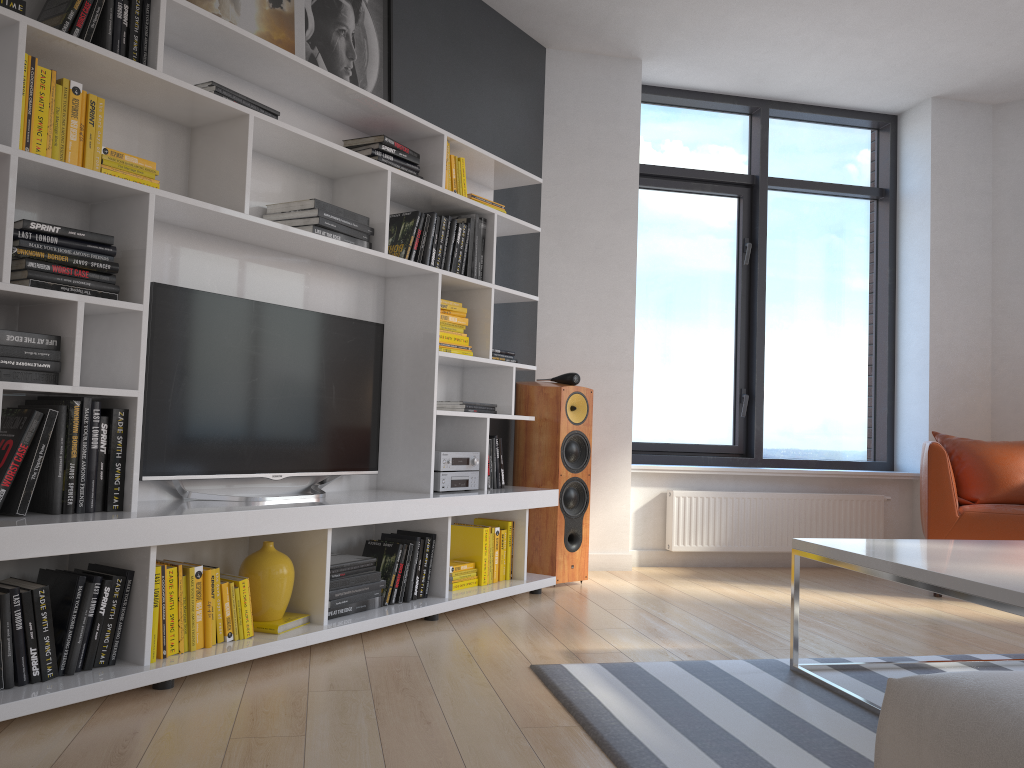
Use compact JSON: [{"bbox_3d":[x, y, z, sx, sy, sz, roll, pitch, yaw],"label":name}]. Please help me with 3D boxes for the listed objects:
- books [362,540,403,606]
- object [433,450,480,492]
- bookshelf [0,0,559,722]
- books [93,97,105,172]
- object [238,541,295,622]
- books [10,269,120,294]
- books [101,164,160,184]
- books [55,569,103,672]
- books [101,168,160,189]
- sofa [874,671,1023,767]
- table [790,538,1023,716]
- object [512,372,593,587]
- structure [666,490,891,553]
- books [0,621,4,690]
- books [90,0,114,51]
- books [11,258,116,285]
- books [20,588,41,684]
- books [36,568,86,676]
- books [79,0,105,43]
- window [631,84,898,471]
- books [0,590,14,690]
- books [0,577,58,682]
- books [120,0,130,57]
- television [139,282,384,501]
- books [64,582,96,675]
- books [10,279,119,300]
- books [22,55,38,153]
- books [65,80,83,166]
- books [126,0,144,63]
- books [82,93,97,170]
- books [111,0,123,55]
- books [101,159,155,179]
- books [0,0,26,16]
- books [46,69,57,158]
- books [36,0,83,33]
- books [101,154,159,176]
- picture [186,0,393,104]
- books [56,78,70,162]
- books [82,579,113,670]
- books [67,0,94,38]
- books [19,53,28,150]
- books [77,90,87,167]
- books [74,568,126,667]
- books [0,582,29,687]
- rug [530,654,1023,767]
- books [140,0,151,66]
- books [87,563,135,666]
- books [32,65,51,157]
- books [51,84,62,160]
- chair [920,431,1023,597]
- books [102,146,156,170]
[{"bbox_3d":[-0.535,0.747,3.516,0.182,0.234,0.104,0,-4,33],"label":"books"},{"bbox_3d":[-0.329,0.387,3.967,0.270,0.174,0.285,0,-4,33],"label":"object"},{"bbox_3d":[-0.761,-0.110,3.215,0.455,2.052,3.000,0,-4,33],"label":"bookshelf"},{"bbox_3d":[-1.257,-0.706,2.590,0.172,0.234,0.024,0,-4,33],"label":"books"},{"bbox_3d":[-0.836,0.667,3.020,0.185,0.257,0.185,1,-3,11],"label":"object"},{"bbox_3d":[-1.289,-0.282,2.509,0.189,0.025,0.270,0,-4,32],"label":"books"},{"bbox_3d":[-1.192,-0.622,2.672,0.148,0.011,0.196,0,-4,33],"label":"books"},{"bbox_3d":[-1.233,0.654,2.465,0.192,0.254,0.075,0,-4,32],"label":"books"},{"bbox_3d":[-1.190,-0.599,2.668,0.147,0.033,0.190,0,-4,33],"label":"books"},{"bbox_3d":[2.211,0.574,1.795,3.424,0.732,2.614,3,-3,-12],"label":"sofa"},{"bbox_3d":[1.575,0.731,2.535,1.091,0.435,1.091,3,-3,-12],"label":"table"},{"bbox_3d":[0.176,0.487,4.668,0.290,1.088,0.434,5,-4,-42],"label":"object"},{"bbox_3d":[1.642,0.892,5.409,1.474,0.460,0.110,3,-3,-12],"label":"structure"},{"bbox_3d":[-1.351,0.647,2.252,0.170,0.236,0.049,0,-4,33],"label":"books"},{"bbox_3d":[-1.228,-1.046,2.612,0.156,0.221,0.021,0,-4,33],"label":"books"},{"bbox_3d":[-1.307,-0.311,2.515,0.209,0.030,0.266,0,-4,31],"label":"books"},{"bbox_3d":[-1.303,0.649,2.318,0.177,0.242,0.066,0,-4,33],"label":"books"},{"bbox_3d":[-1.260,0.648,2.428,0.197,0.260,0.066,0,-4,33],"label":"books"},{"bbox_3d":[-1.254,-1.046,2.570,0.154,0.212,0.074,0,-4,32],"label":"books"},{"bbox_3d":[1.597,-0.660,5.813,1.960,2.402,0.170,3,-3,-12],"label":"window"},{"bbox_3d":[-1.332,0.645,2.267,0.169,0.242,0.050,0,-4,32],"label":"books"},{"bbox_3d":[-1.287,0.647,2.349,0.191,0.249,0.083,0,-4,33],"label":"books"},{"bbox_3d":[-1.202,-1.034,2.652,0.147,0.200,0.021,0,-4,33],"label":"books"},{"bbox_3d":[-0.863,0.063,3.259,0.207,0.704,1.102,0,-4,33],"label":"television"},{"bbox_3d":[-1.225,0.659,2.431,0.172,0.242,0.069,0,-4,34],"label":"books"},{"bbox_3d":[-1.289,-0.257,2.506,0.189,0.026,0.263,0,-4,31],"label":"books"},{"bbox_3d":[-1.368,-0.737,2.412,0.213,0.270,0.025,0,-4,33],"label":"books"},{"bbox_3d":[-1.298,-0.719,2.523,0.185,0.250,0.035,0,-4,33],"label":"books"},{"bbox_3d":[-1.187,-1.040,2.678,0.169,0.218,0.038,0,-4,33],"label":"books"},{"bbox_3d":[-1.268,-0.708,2.566,0.172,0.234,0.024,0,-4,33],"label":"books"},{"bbox_3d":[-1.219,-1.050,2.635,0.176,0.232,0.025,0,-4,33],"label":"books"},{"bbox_3d":[-1.178,-0.636,2.657,0.113,0.018,0.169,0,-4,34],"label":"books"},{"bbox_3d":[-1.436,-0.987,2.275,0.208,0.046,0.268,0,-4,36],"label":"books"},{"bbox_3d":[-1.338,-0.728,2.470,0.199,0.263,0.015,0,-4,33],"label":"books"},{"bbox_3d":[-1.292,-1.051,2.523,0.166,0.213,0.096,0,-4,31],"label":"books"},{"bbox_3d":[-1.187,-0.651,2.672,0.134,0.014,0.187,0,-4,33],"label":"books"},{"bbox_3d":[-0.877,-1.480,3.421,0.076,0.707,1.279,0,-4,33],"label":"picture"},{"bbox_3d":[-1.315,-0.721,2.501,0.180,0.251,0.019,0,-4,33],"label":"books"},{"bbox_3d":[-1.208,0.660,2.480,0.179,0.243,0.071,0,-4,32],"label":"books"},{"bbox_3d":[-1.280,-1.048,2.553,0.171,0.214,0.087,0,-4,33],"label":"books"},{"bbox_3d":[-1.375,-0.739,2.384,0.204,0.270,0.029,0,-4,33],"label":"books"},{"bbox_3d":[-1.284,-0.712,2.548,0.169,0.239,0.023,0,-4,33],"label":"books"},{"bbox_3d":[-1.196,0.660,2.518,0.191,0.249,0.084,0,-4,33],"label":"books"},{"bbox_3d":[-1.326,0.642,2.298,0.193,0.255,0.066,0,-4,33],"label":"books"},{"bbox_3d":[1.365,0.936,2.355,2.326,0.016,1.662,3,-3,-12],"label":"rug"},{"bbox_3d":[-1.165,-1.045,2.698,0.174,0.230,0.019,0,-4,33],"label":"books"},{"bbox_3d":[-1.179,0.657,2.547,0.197,0.260,0.066,0,-4,33],"label":"books"},{"bbox_3d":[-1.353,-0.728,2.443,0.198,0.255,0.044,0,-4,33],"label":"books"},{"bbox_3d":[-1.311,-0.710,2.473,0.156,0.229,0.024,0,-4,33],"label":"books"},{"bbox_3d":[2.684,0.692,4.791,0.896,0.858,0.843,1,-3,20],"label":"chair"},{"bbox_3d":[-1.199,-0.671,2.677,0.138,0.026,0.186,0,-4,33],"label":"books"}]
